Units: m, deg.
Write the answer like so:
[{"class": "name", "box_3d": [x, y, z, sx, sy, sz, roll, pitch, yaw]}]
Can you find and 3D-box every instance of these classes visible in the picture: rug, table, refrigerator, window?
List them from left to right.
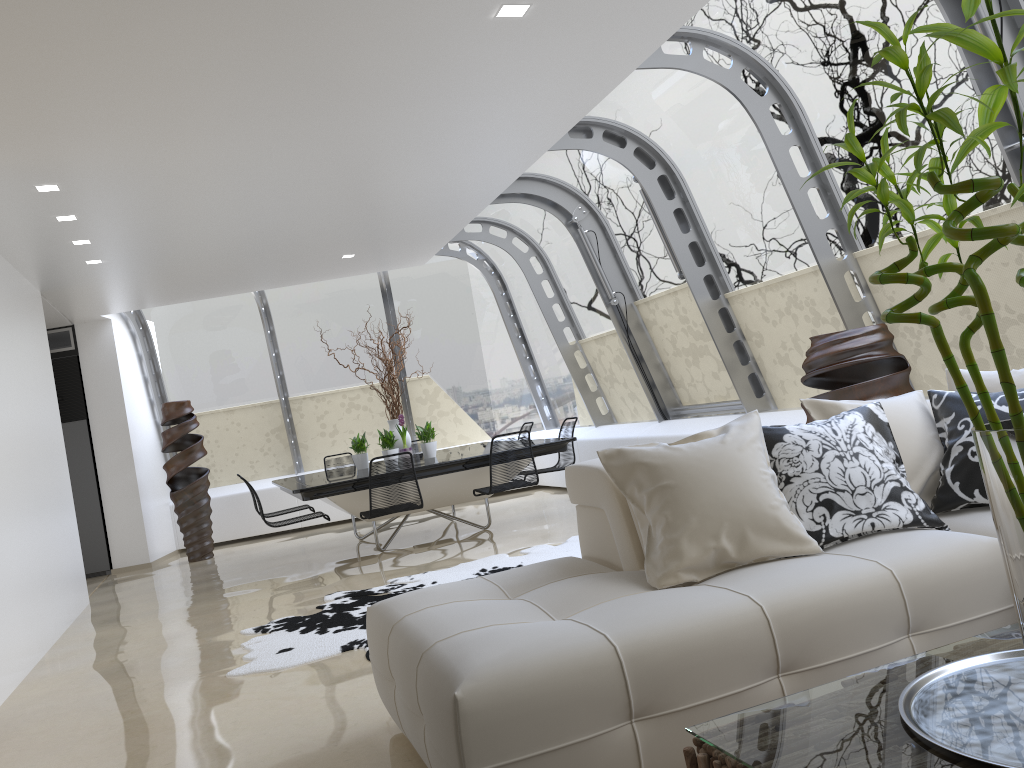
[{"class": "window", "box_3d": [-4.757, 0.616, 4.704, 16.693, 3.674, 16.171, -9, -1, -13]}, {"class": "refrigerator", "box_3d": [-5.241, 1.352, 10.220, 1.006, 1.742, 0.234, -10, -1, -6]}, {"class": "table", "box_3d": [-0.981, 1.146, 8.854, 2.494, 0.759, 3.031, -9, -1, -19]}, {"class": "rug", "box_3d": [-0.120, 1.297, 5.542, 3.220, 0.008, 2.705, -9, -1, -19]}, {"class": "table", "box_3d": [0.970, 0.800, 1.535, 1.007, 0.448, 0.923, -9, -1, -18]}]

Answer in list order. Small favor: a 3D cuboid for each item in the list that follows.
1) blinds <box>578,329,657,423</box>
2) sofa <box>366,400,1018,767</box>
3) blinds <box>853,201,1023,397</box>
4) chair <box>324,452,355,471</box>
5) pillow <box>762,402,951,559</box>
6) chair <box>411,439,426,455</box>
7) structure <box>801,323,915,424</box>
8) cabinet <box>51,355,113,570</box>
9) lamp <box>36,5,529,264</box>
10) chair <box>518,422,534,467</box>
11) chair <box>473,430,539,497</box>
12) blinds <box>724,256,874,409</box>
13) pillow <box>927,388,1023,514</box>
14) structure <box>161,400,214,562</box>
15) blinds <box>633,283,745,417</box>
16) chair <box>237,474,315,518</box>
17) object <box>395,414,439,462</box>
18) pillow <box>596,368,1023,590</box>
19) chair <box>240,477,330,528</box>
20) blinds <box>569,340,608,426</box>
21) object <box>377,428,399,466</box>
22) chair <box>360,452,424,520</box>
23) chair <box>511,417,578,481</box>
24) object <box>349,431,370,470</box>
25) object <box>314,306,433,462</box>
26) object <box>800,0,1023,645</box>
[{"class": "blinds", "box_3d": [1.219, -0.068, 9.495, 0.329, 1.027, 1.430, -9, -1, -19]}, {"class": "sofa", "box_3d": [1.576, 0.485, 2.027, 3.257, 0.866, 4.169, -9, -1, -19]}, {"class": "blinds", "box_3d": [2.676, -0.427, 5.127, 0.329, 1.027, 1.430, -9, -1, -19]}, {"class": "chair", "box_3d": [-1.920, 1.059, 10.171, 0.446, 0.519, 0.688, -9, -1, -19]}, {"class": "pillow", "box_3d": [1.138, 0.334, 3.142, 0.604, 0.471, 0.394, -10, -1, -3]}, {"class": "chair", "box_3d": [-1.055, 0.918, 10.471, 0.446, 0.519, 0.688, -9, -1, -19]}, {"class": "structure", "box_3d": [1.992, 0.312, 4.999, 0.672, 1.258, 0.674, -8, -2, -42]}, {"class": "cabinet", "box_3d": [-5.909, 1.128, 10.474, 2.252, 2.558, 0.831, -10, -1, -4]}, {"class": "lamp", "box_3d": [-4.615, -0.943, 2.841, 9.775, 0.004, 9.928, -9, -1, -18]}, {"class": "chair", "box_3d": [-0.077, 0.737, 9.919, 0.688, 0.519, 0.446, -9, -1, -19]}, {"class": "chair", "box_3d": [-0.068, 0.675, 7.511, 0.446, 0.519, 0.688, -9, -1, -19]}, {"class": "blinds", "box_3d": [2.191, -0.307, 6.583, 0.329, 1.027, 1.430, -9, -1, -19]}, {"class": "pillow", "box_3d": [1.791, 0.234, 3.161, 0.599, 0.483, 0.405, -11, -2, 40]}, {"class": "structure", "box_3d": [-3.694, 1.107, 10.129, 0.498, 1.843, 0.493, -10, -1, -8]}, {"class": "blinds", "box_3d": [1.663, -0.276, 8.030, 0.387, 1.214, 1.376, -9, -1, -19]}, {"class": "chair", "box_3d": [-2.427, 1.119, 9.104, 0.688, 0.519, 0.446, -9, -1, -19]}, {"class": "object", "box_3d": [-0.921, 0.511, 8.779, 0.417, 0.476, 0.238, -10, -1, 9]}, {"class": "pillow", "box_3d": [1.993, 0.142, 2.555, 3.322, 0.530, 1.656, -11, -2, 41]}, {"class": "chair", "box_3d": [-2.025, 1.020, 7.897, 0.688, 0.519, 0.446, -9, -1, -19]}, {"class": "blinds", "box_3d": [0.918, 0.564, 11.162, 0.663, 2.118, 1.829, -9, -1, -19]}, {"class": "object", "box_3d": [-1.189, 0.602, 8.541, 0.215, 0.369, 0.284, -10, -1, 14]}, {"class": "chair", "box_3d": [-1.000, 0.827, 7.188, 0.446, 0.519, 0.688, -9, -1, -19]}, {"class": "chair", "box_3d": [0.325, 0.638, 8.712, 0.688, 0.519, 0.446, -9, -1, -19]}, {"class": "object", "box_3d": [-1.519, 0.667, 8.883, 0.215, 0.369, 0.284, -10, -1, 19]}, {"class": "object", "box_3d": [-1.356, 0.039, 8.865, 1.031, 1.549, 1.135, -9, -2, -27]}, {"class": "object", "box_3d": [0.916, -0.188, 1.621, 0.673, 1.546, 0.584, -10, -2, 20]}]
